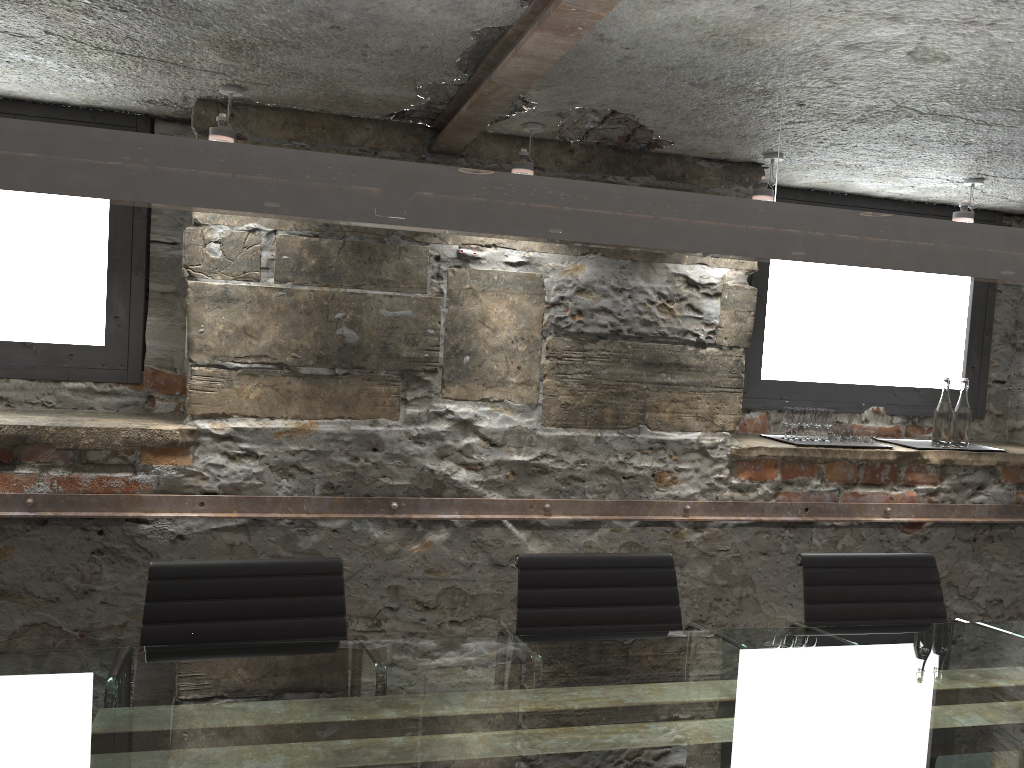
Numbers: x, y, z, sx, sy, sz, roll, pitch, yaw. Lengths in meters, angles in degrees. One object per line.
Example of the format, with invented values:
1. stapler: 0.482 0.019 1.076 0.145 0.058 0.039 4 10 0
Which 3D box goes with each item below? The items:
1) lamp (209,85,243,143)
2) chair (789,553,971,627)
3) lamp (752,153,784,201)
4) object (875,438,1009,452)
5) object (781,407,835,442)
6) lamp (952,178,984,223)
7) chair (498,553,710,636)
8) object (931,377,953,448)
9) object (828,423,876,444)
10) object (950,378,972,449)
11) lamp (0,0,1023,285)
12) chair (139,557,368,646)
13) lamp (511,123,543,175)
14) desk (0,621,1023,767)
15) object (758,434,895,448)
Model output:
1. lamp: -0.885 -0.832 2.743 0.098 0.165 0.077 5 4 18
2. chair: 1.140 0.962 2.507 0.693 0.837 0.667 2 4 -23
3. lamp: 0.929 -0.749 3.221 0.098 0.165 0.077 5 4 18
4. object: 1.855 0.264 3.860 0.457 0.007 0.310 3 4 -15
5. object: 1.220 0.167 3.672 0.218 0.131 0.108 3 4 -16
6. lamp: 1.771 -0.710 3.443 0.098 0.165 0.077 5 4 18
7. chair: 0.286 0.921 2.300 0.693 0.837 0.667 2 4 -24
8. object: 1.840 0.121 3.779 0.073 0.300 0.073 7 5 44
9. object: 1.424 0.206 3.736 0.191 0.072 0.111 3 3 -7
10. object: 1.930 0.125 3.803 0.073 0.300 0.073 7 5 44
11. lamp: 0.481 -0.511 1.755 3.159 0.524 0.073 3 4 -15
12. chair: -0.606 0.883 2.019 0.693 0.837 0.667 2 4 -28
13. lamp: 0.052 -0.789 2.990 0.098 0.165 0.077 5 4 18
14. desk: 0.389 1.019 1.843 3.154 0.711 0.909 3 4 -15
15. object: 1.311 0.239 3.717 0.457 0.007 0.310 3 4 -15
